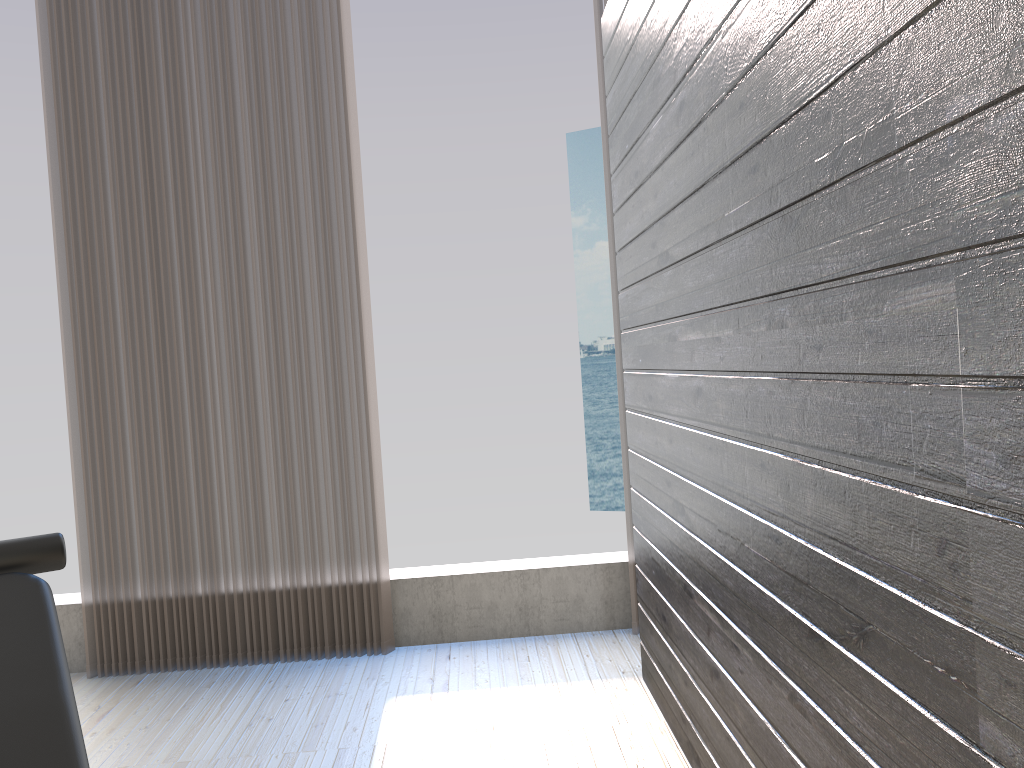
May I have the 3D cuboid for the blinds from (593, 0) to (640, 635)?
[{"bbox_3d":[0.931,-0.456,3.383,1.133,2.744,0.069,-4,1,-3],"label":"blinds"}]

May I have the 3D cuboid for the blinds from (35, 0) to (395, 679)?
[{"bbox_3d":[-1.097,-0.320,3.291,1.133,2.744,0.069,-4,1,-3],"label":"blinds"}]

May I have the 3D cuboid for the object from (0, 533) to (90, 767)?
[{"bbox_3d":[-0.921,0.709,1.506,0.505,0.746,1.312,-5,2,-33],"label":"object"}]
